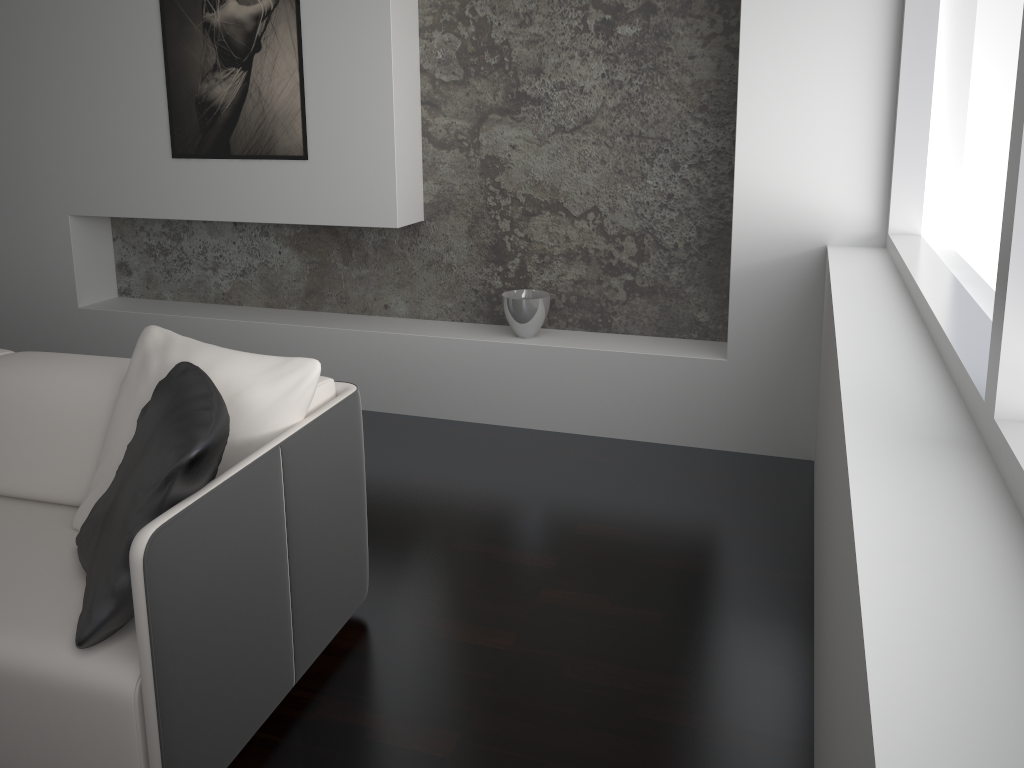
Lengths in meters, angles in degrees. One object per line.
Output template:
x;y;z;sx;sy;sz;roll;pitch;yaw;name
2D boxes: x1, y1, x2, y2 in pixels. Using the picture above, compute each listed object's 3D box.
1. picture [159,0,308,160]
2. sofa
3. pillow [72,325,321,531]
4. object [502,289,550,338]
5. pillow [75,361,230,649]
-1.283;-1.531;4.017;0.747;0.980;0.004;4;12;19;picture
-1.585;0.320;2.330;2.243;0.645;0.943;4;16;16;sofa
-0.787;0.150;2.176;0.589;0.495;0.305;6;14;22;pillow
0.063;-0.307;3.935;0.215;0.186;0.221;3;15;13;object
-0.779;0.232;1.905;0.335;0.425;0.564;-7;16;-25;pillow
